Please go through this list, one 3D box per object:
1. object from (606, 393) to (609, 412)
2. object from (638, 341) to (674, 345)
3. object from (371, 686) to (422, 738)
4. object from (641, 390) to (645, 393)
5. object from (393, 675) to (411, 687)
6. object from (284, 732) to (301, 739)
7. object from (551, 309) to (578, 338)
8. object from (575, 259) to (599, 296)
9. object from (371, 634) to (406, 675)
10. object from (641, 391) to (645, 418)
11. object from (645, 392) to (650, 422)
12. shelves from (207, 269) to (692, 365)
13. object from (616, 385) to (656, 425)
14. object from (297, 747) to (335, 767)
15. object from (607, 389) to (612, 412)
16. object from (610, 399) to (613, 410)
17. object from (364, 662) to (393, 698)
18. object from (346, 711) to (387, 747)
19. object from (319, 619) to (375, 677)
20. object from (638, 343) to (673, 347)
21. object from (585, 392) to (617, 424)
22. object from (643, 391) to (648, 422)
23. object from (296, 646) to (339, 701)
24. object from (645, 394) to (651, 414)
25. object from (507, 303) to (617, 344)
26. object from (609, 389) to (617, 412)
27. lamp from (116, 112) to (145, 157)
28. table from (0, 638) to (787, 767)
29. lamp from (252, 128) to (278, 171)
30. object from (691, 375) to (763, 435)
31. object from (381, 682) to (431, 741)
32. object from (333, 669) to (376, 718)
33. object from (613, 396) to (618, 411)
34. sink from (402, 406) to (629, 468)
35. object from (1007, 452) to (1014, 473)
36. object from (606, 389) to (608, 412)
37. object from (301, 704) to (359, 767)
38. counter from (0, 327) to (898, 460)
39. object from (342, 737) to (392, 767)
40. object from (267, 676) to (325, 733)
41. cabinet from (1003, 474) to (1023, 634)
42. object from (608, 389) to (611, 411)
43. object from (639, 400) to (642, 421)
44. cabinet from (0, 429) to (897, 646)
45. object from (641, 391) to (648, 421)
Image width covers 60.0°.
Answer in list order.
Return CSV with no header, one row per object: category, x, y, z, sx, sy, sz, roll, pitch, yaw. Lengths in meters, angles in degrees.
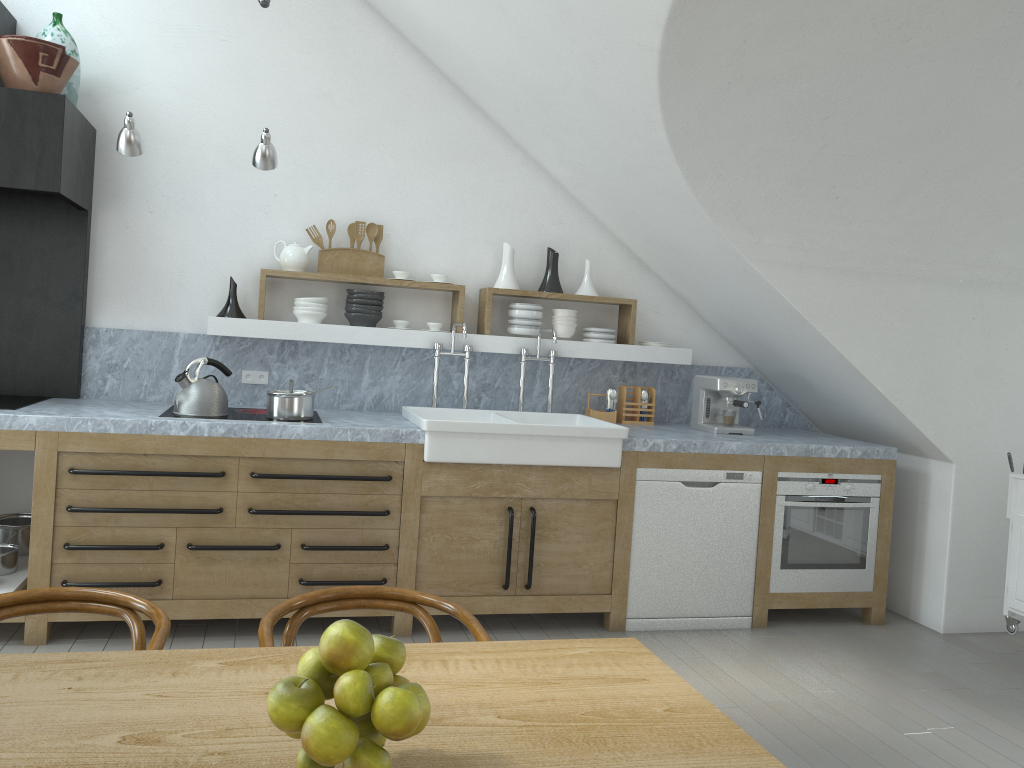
object,0.554,0.137,5.145,0.019,0.178,0.044,5,1,40
object,0.860,-0.236,5.302,0.213,0.025,0.213,2,3,-28
object,-0.145,0.412,1.114,0.063,0.063,0.062,5,2,37
object,0.775,0.134,5.265,0.040,0.192,0.042,4,1,34
object,-0.162,0.430,1.225,0.053,0.053,0.051,3,2,-24
object,-0.281,0.445,1.189,0.059,0.056,0.060,3,2,-21
object,0.301,-0.348,5.110,0.158,0.160,0.154,4,2,13
object,0.443,-0.620,5.190,0.156,0.218,0.156,3,2,-34
object,-0.179,0.379,1.240,0.062,0.059,0.062,3,2,-15
object,0.777,0.138,5.247,0.018,0.196,0.023,4,1,-8
object,0.797,0.139,5.236,0.022,0.196,0.019,4,1,-14
shelves,-1.546,-0.931,4.485,5.546,1.361,0.480,3,1,-21
object,0.735,0.124,5.245,0.200,0.223,0.104,3,1,-15
object,-0.254,0.488,1.153,0.051,0.050,0.050,3,2,-12
object,0.570,0.124,5.188,0.040,0.192,0.042,4,1,22
object,0.577,0.129,5.158,0.018,0.196,0.023,3,1,-20
object,-0.186,0.397,1.189,0.052,0.050,0.053,2,3,-44
object,-0.210,0.474,1.205,0.080,0.074,0.078,5,2,30
object,-0.218,0.348,1.170,0.072,0.074,0.072,3,2,-15
object,0.859,-0.228,5.302,0.213,0.025,0.213,2,3,-28
object,0.522,0.139,5.176,0.173,0.171,0.100,3,1,-14
object,0.788,0.139,5.229,0.018,0.196,0.020,4,1,7
object,-0.258,0.392,1.203,0.066,0.071,0.072,5,2,44
object,0.801,0.148,5.255,0.044,0.178,0.019,3,1,-38
object,0.294,-0.347,5.133,0.656,0.196,0.198,3,2,-16
object,0.583,0.127,5.140,0.040,0.192,0.042,4,1,21
lamp,-1.657,-1.070,3.823,0.115,0.178,0.164,4,2,3
table,-1.249,0.871,0.923,3.347,0.798,1.020,3,2,-15
lamp,-1.099,-1.044,3.972,0.112,0.176,0.169,3,2,-23
object,1.262,0.125,5.059,0.324,0.320,0.387,3,2,-15
object,-0.146,0.432,1.172,0.076,0.076,0.077,5,2,42
object,-0.199,0.391,1.122,0.053,0.057,0.058,4,2,-1
object,0.592,0.139,5.151,0.019,0.178,0.044,3,1,-31
sink,-0.013,0.267,4.537,1.020,0.202,0.728,3,3,-15
object,2.569,0.487,4.526,0.029,0.268,0.088,3,1,-42
object,0.556,0.127,5.165,0.022,0.196,0.019,3,1,-27
object,-0.226,0.435,1.099,0.071,0.072,0.070,5,2,39
counter,-1.051,-0.090,4.418,6.572,0.619,0.963,3,2,-15
object,-0.185,0.486,1.136,0.064,0.063,0.063,4,2,-4
object,-0.276,0.411,1.133,0.072,0.064,0.071,3,2,-22
cabinet,2.786,0.881,4.023,0.496,0.789,1.136,3,2,-15
object,0.562,0.127,5.173,0.018,0.196,0.020,4,1,-6
object,0.763,0.146,5.257,0.019,0.178,0.044,3,1,-18
cabinet,-1.170,0.725,4.391,6.425,1.021,1.005,3,2,-15
object,0.778,0.136,5.217,0.040,0.192,0.042,4,1,35
